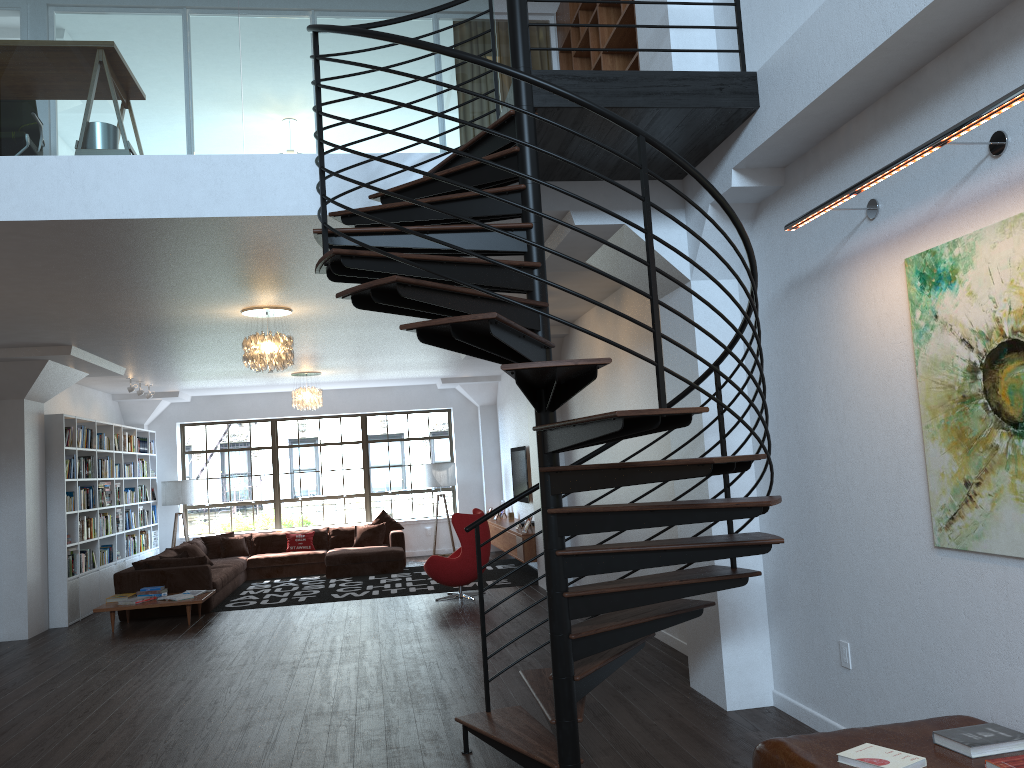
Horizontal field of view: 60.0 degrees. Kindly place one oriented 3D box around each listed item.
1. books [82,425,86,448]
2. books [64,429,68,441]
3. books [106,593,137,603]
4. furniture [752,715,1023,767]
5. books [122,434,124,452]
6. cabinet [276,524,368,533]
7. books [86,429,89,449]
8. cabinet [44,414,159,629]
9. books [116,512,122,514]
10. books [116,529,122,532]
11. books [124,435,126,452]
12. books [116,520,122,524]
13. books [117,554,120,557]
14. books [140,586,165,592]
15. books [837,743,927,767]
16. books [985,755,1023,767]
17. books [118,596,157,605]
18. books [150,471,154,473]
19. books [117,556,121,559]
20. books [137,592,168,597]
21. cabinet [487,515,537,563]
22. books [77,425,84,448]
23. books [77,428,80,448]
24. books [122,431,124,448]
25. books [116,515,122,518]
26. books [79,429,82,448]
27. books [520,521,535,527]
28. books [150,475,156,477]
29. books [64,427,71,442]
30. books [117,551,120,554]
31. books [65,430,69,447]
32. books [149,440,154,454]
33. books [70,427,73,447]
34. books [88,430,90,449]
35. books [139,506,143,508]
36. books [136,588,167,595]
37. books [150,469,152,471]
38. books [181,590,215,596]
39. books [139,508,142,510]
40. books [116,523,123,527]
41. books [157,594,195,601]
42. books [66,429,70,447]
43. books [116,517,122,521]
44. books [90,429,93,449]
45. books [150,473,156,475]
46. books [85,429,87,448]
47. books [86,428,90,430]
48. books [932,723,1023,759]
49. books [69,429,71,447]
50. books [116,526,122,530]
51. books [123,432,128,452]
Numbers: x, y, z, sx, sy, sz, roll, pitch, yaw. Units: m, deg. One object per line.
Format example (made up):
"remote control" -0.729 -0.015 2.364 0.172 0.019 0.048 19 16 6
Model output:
"books" -5.401 0.663 10.991 0.197 0.290 0.136 -3 -5 -9
"books" -5.275 0.629 10.291 0.182 0.215 0.188 -3 -5 -9
"books" -4.385 2.400 9.964 0.241 0.045 0.334 -3 -5 -8
"furniture" 1.494 1.424 2.528 0.907 0.453 1.819 -3 -5 -9
"books" -5.675 0.853 12.713 0.189 0.247 0.057 -3 -5 -9
"cabinet" -3.195 2.750 15.026 1.520 0.625 0.350 -3 -5 -9
"books" -5.400 0.691 11.094 0.182 0.253 0.098 -3 -5 -9
"cabinet" -5.674 1.771 12.284 0.461 2.414 4.500 -3 -5 -9
"books" -5.574 1.804 12.387 0.208 0.024 0.144 -3 -5 -4
"books" -5.582 2.050 12.356 0.246 0.038 0.171 -3 -5 -9
"books" -5.706 0.872 12.897 0.171 0.246 0.057 -3 -5 -9
"books" -5.584 1.933 12.381 0.231 0.044 0.168 -2 -5 -14
"books" -5.590 2.382 12.292 0.284 0.033 0.197 -1 -6 -24
"books" -4.086 2.327 10.082 0.224 0.027 0.157 -3 -5 -4
"books" 1.216 1.239 2.924 0.161 0.031 0.223 -1 -6 -32
"books" 1.641 1.185 2.714 0.283 0.043 0.197 -3 -5 -10
"books" -4.086 2.359 9.667 0.236 0.035 0.340 -5 -5 15
"books" -5.939 1.424 14.325 0.254 0.032 0.174 -6 -6 25
"books" -5.588 2.416 12.289 0.284 0.035 0.197 -3 -5 -9
"books" -4.081 2.394 10.074 0.312 0.037 0.216 -2 -5 -19
"cabinet" 0.002 2.234 13.157 0.459 0.350 4.501 -3 -5 -9
"books" -5.387 0.656 10.930 0.176 0.293 0.125 -3 -5 -9
"books" -5.361 0.662 10.790 0.170 0.251 0.118 -3 -5 -9
"books" -5.667 0.832 12.768 0.140 0.298 0.044 -3 -5 -9
"books" -5.587 1.858 12.387 0.223 0.032 0.161 -3 -5 -9
"books" -5.366 0.671 10.842 0.174 0.242 0.105 -3 -5 -9
"books" 0.207 1.953 12.364 0.250 0.053 0.400 -3 -5 -9
"books" -5.938 1.491 14.323 0.284 0.035 0.197 -6 -5 20
"books" -5.317 0.634 10.508 0.159 0.248 0.089 -3 -5 -9
"books" -5.597 2.350 12.297 0.254 0.032 0.174 -3 -5 -4
"books" -5.297 0.641 10.379 0.167 0.210 0.162 -3 -5 -9
"books" -5.959 1.042 14.553 0.140 0.231 0.042 -3 -5 -9
"books" -5.322 0.636 10.552 0.170 0.251 0.118 -3 -5 -9
"books" -5.417 0.704 11.178 0.174 0.243 0.085 -3 -5 -9
"books" -5.760 1.883 13.494 0.224 0.030 0.161 -4 -5 1
"books" -4.088 2.359 10.080 0.279 0.035 0.191 -4 -5 1
"books" -5.945 1.396 14.330 0.204 0.025 0.144 -6 -5 20
"books" -3.591 2.363 10.088 0.256 0.035 0.350 -5 -5 16
"books" -5.756 1.912 13.484 0.223 0.031 0.161 -3 -5 -9
"books" -5.598 1.978 12.389 0.259 0.040 0.180 -3 -5 -9
"books" -3.689 2.337 9.724 0.342 0.040 0.231 -7 -6 30
"books" -5.300 0.642 10.444 0.161 0.218 0.101 -3 -5 -9
"books" -5.590 1.892 12.376 0.253 0.040 0.183 -3 -5 -9
"books" -5.435 0.708 11.279 0.182 0.255 0.077 -3 -5 -9
"books" -5.940 1.457 14.326 0.284 0.033 0.197 -4 -5 5
"books" -5.397 0.690 11.061 0.159 0.248 0.089 -3 -5 -9
"books" -5.450 0.699 11.229 0.180 0.265 0.103 -3 -5 -9
"books" 1.609 1.216 3.031 0.254 0.044 0.183 -2 -5 -15
"books" -5.303 0.643 10.479 0.161 0.222 0.084 -3 -5 -9
"books" -5.587 2.013 12.362 0.251 0.037 0.160 -3 -5 -4
"books" -5.723 0.858 12.980 0.176 0.290 0.053 -3 -5 -9
